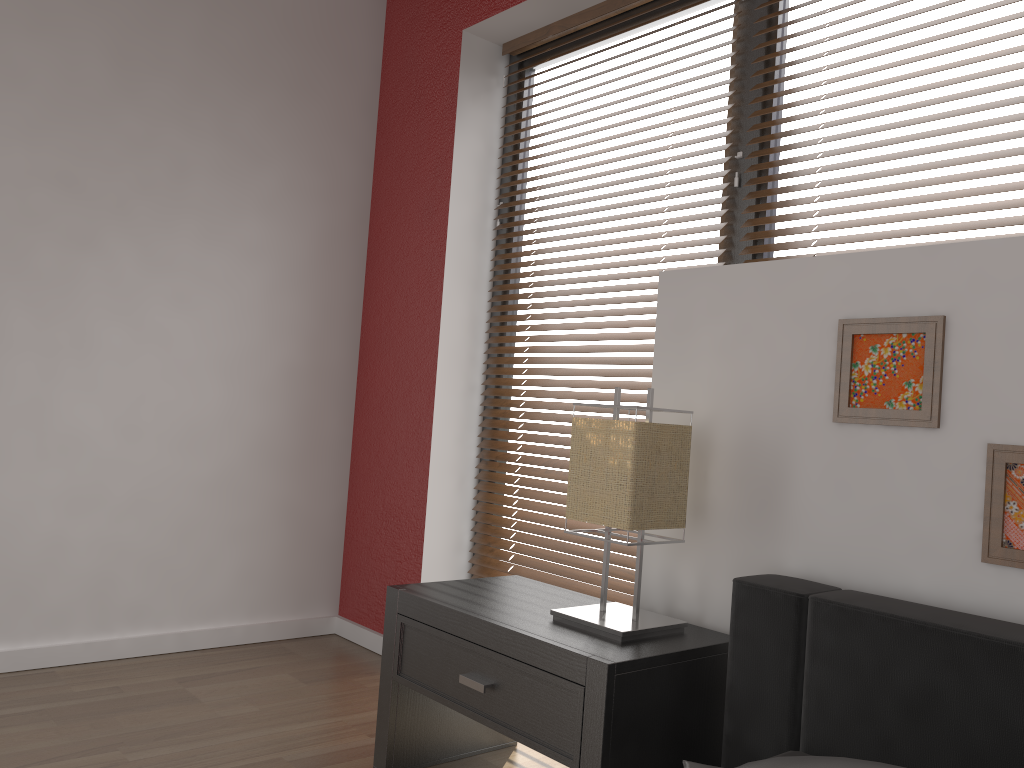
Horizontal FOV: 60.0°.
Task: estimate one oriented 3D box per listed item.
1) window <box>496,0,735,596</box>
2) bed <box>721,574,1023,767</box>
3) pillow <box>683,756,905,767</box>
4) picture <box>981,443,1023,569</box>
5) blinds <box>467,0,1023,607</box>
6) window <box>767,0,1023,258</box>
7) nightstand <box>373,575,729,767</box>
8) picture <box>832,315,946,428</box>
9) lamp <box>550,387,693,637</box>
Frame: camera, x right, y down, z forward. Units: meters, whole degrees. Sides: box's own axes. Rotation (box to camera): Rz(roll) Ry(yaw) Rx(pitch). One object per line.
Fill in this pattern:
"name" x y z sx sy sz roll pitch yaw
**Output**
"window" 0.278 -0.152 2.689 0.020 1.893 0.889 6 -3 -41
"bed" 0.193 0.573 0.241 2.413 0.577 2.469 6 -3 -41
"pillow" 0.496 0.530 0.917 0.745 0.172 0.418 3 -2 25
"picture" 0.864 0.202 1.421 0.010 0.200 0.200 6 -3 -41
"blinds" 1.493 -0.082 1.164 0.032 1.952 4.840 6 -3 -41
"window" 1.588 -0.653 1.226 0.020 0.786 2.817 6 -3 -41
"nightstand" 0.068 0.701 1.909 0.413 0.423 0.700 6 -3 -41
"picture" 0.695 -0.023 1.645 0.010 0.200 0.200 6 -3 -41
"lamp" 0.236 0.247 1.831 0.200 0.480 0.200 6 -3 -41
